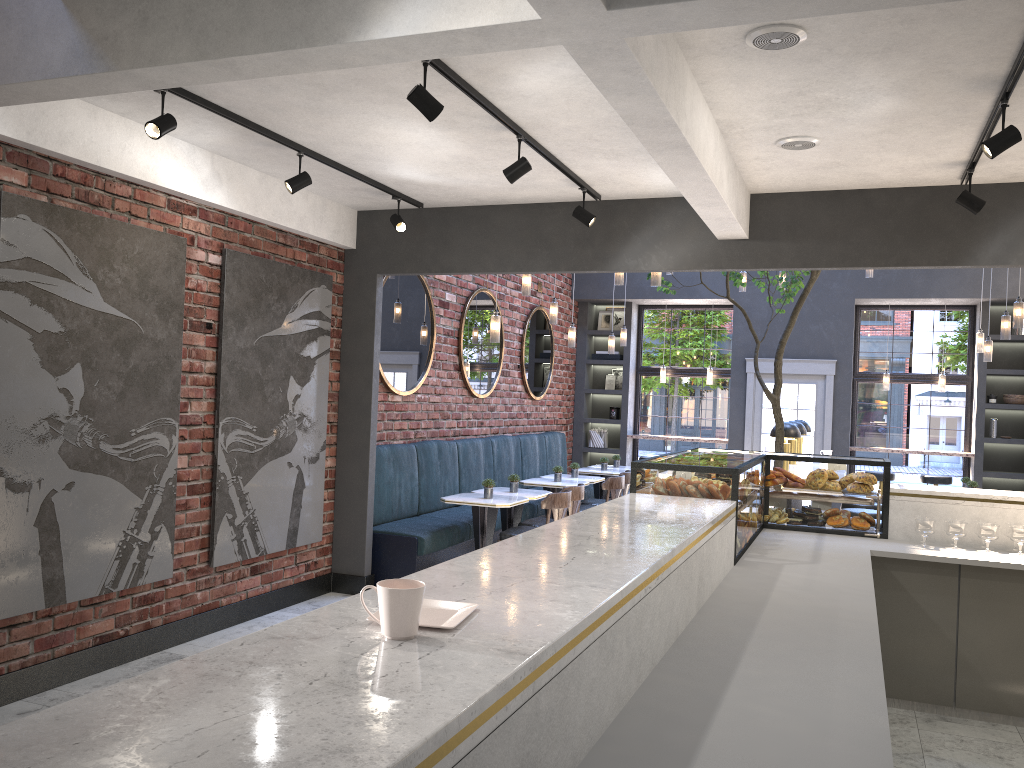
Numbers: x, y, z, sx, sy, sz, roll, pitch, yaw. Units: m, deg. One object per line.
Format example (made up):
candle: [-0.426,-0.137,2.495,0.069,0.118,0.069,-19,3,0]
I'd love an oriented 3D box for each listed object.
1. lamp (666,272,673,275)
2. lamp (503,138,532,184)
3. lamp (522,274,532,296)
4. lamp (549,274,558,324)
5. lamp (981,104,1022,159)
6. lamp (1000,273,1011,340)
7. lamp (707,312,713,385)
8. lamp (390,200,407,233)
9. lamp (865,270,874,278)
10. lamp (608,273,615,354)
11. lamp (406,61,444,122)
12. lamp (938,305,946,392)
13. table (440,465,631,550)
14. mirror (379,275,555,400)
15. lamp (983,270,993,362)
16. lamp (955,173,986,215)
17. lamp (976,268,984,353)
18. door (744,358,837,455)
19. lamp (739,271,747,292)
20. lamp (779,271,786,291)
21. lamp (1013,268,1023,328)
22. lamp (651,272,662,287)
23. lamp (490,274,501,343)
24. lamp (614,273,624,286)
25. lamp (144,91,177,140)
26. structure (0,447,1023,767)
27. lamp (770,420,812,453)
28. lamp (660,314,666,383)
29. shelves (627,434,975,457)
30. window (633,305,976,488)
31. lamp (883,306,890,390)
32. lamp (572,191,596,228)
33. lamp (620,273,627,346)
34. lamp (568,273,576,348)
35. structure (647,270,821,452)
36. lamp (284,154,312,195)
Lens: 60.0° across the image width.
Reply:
lamp: [1.853,-3.280,9.960,0.078,4.105,0.078,2,0,6]
lamp: [0.031,-1.174,4.675,0.157,0.238,0.087,2,0,15]
lamp: [0.209,-2.831,7.849,0.078,4.105,0.078,2,0,6]
lamp: [0.501,-2.658,8.979,0.078,4.105,0.078,2,0,28]
lamp: [2.131,-1.098,3.861,0.157,0.235,0.087,2,0,15]
lamp: [4.592,-2.456,8.114,0.078,4.105,0.078,2,0,-17]
lamp: [2.781,-0.707,12.361,0.078,1.429,0.078,2,0,-17]
lamp: [-0.802,-1.184,6.275,0.087,0.235,0.157,2,0,-28]
lamp: [3.952,-3.204,9.611,0.078,4.105,0.078,2,0,6]
lamp: [1.271,-2.410,10.632,0.078,4.105,0.078,2,0,6]
lamp: [-0.354,-1.203,3.649,0.157,0.238,0.087,3,0,-30]
lamp: [5.507,-0.611,11.306,0.078,1.429,0.078,3,0,-39]
table: [2.390,1.434,8.521,4.598,0.751,4.831,2,-1,21]
mirror: [-0.301,-0.600,9.599,0.036,1.510,4.774,2,-1,21]
lamp: [4.986,-2.280,9.150,0.078,4.105,0.078,2,0,6]
lamp: [2.573,-1.065,4.971,0.157,0.235,0.087,2,0,15]
lamp: [5.231,-2.395,9.770,0.078,4.105,0.078,2,0,6]
door: [3.560,0.788,11.467,1.132,2.219,0.152,2,0,21]
lamp: [2.690,-3.097,10.039,0.078,4.105,0.078,2,0,6]
lamp: [3.275,-3.158,10.487,0.078,4.105,0.078,2,0,6]
lamp: [4.351,-2.522,7.487,0.078,4.105,0.078,2,0,-17]
lamp: [1.175,-2.794,6.740,0.078,4.105,0.078,3,0,-39]
lamp: [-0.057,-2.387,7.208,0.078,4.105,0.078,2,0,6]
lamp: [1.015,-2.914,7.733,0.078,4.105,0.078,3,0,-39]
lamp: [-1.635,-1.247,4.135,0.087,0.235,0.157,2,0,15]
structure: [1.650,1.049,2.700,3.205,1.300,5.806,2,-1,21]
lamp: [0.873,-0.975,5.458,4.182,3.256,8.836,2,-1,4]
lamp: [2.169,-0.729,12.598,0.078,1.429,0.078,3,0,-39]
shelves: [3.750,0.822,11.962,4.402,0.043,0.384,2,-1,21]
window: [1.693,-1.380,6.466,6.404,5.364,12.712,2,-1,21]
lamp: [4.895,-0.633,11.543,0.078,1.429,0.078,2,0,-17]
lamp: [0.472,-1.140,5.785,0.157,0.238,0.087,2,0,15]
lamp: [1.483,-2.528,11.167,0.078,4.105,0.078,2,0,6]
lamp: [0.725,-2.447,9.578,0.078,4.105,0.078,2,0,28]
structure: [2.440,-1.193,7.628,2.807,5.988,3.744,2,0,-25]
lamp: [-1.242,-1.219,5.163,0.157,0.238,0.087,3,0,-30]
